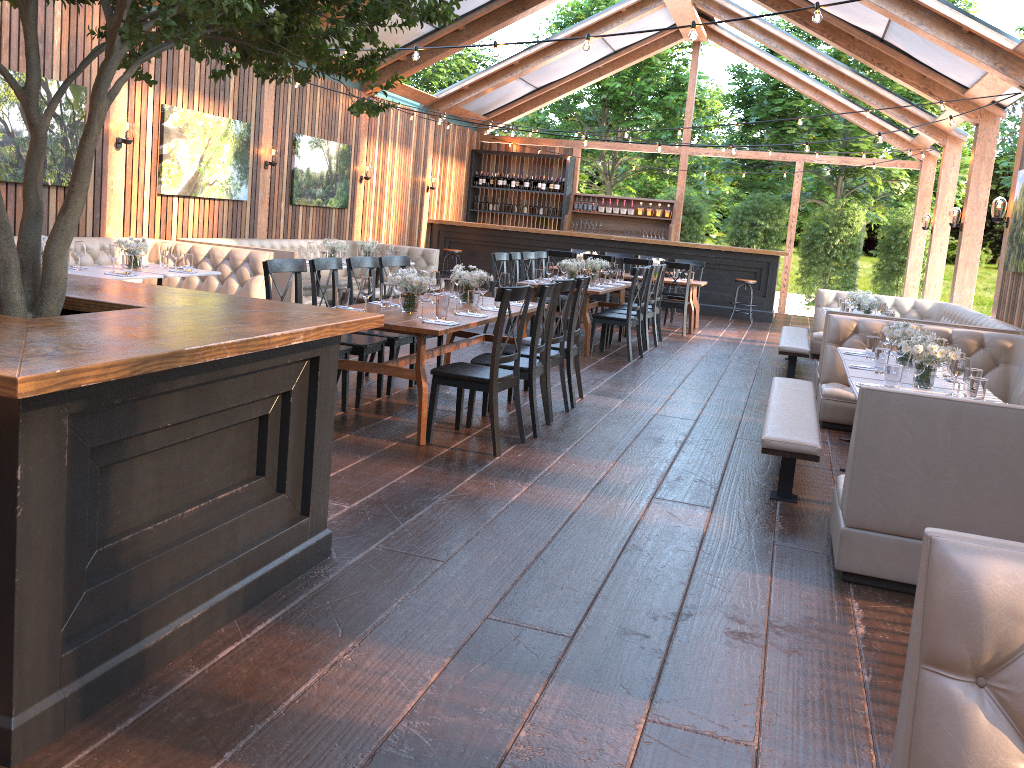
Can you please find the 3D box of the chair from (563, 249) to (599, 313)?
[{"bbox_3d":[1.114,-1.666,14.389,0.478,1.012,0.543,7,8,12],"label":"chair"}]

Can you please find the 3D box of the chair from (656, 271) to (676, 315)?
[{"bbox_3d":[2.726,-1.638,15.783,0.471,0.729,0.469,12,10,40],"label":"chair"}]

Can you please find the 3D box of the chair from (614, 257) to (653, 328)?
[{"bbox_3d":[1.791,-1.319,12.863,0.478,1.012,0.543,7,8,17],"label":"chair"}]

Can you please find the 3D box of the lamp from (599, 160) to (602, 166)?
[{"bbox_3d":[1.791,-4.499,17.983,0.056,0.118,0.061,7,8,16],"label":"lamp"}]

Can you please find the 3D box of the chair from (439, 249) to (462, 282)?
[{"bbox_3d":[-1.164,-2.214,16.992,0.469,0.729,0.470,9,9,24],"label":"chair"}]

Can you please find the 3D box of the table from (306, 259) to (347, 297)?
[{"bbox_3d":[-2.416,-1.172,10.999,0.800,0.666,0.804,8,9,16],"label":"table"}]

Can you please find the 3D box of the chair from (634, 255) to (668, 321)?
[{"bbox_3d":[2.177,-1.508,14.058,0.478,1.012,0.543,7,8,12],"label":"chair"}]

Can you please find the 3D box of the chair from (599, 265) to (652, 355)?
[{"bbox_3d":[1.348,-0.902,10.423,0.540,1.012,0.480,7,8,14],"label":"chair"}]

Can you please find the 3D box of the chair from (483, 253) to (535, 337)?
[{"bbox_3d":[-0.003,-0.990,10.244,0.541,1.012,0.480,8,8,17],"label":"chair"}]

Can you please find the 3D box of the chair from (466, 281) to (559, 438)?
[{"bbox_3d":[0.015,-0.211,6.090,0.540,1.012,0.481,7,8,12],"label":"chair"}]

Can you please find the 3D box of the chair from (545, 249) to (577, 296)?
[{"bbox_3d":[0.728,-1.476,13.193,0.478,1.012,0.543,7,8,17],"label":"chair"}]

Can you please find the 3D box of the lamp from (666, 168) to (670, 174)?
[{"bbox_3d":[3.027,-4.132,17.145,0.059,0.118,0.057,4,8,-10],"label":"lamp"}]

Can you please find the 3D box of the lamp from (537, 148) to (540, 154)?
[{"bbox_3d":[0.570,-4.952,18.809,0.058,0.119,0.057,1,9,-28],"label":"lamp"}]

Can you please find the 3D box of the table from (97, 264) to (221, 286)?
[{"bbox_3d":[-3.299,-0.739,8.261,0.800,0.666,0.804,8,9,16],"label":"table"}]

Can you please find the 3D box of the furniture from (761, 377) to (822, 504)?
[{"bbox_3d":[1.826,0.314,5.828,0.313,0.395,2.345,8,11,17],"label":"furniture"}]

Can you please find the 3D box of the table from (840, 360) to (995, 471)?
[{"bbox_3d":[2.491,0.277,5.609,0.800,0.666,0.804,8,9,17],"label":"table"}]

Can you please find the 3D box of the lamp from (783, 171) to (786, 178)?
[{"bbox_3d":[4.899,-3.764,15.881,0.056,0.119,0.057,3,8,-17],"label":"lamp"}]

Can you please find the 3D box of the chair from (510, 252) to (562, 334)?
[{"bbox_3d":[0.339,-1.158,11.307,0.541,1.012,0.480,8,8,22],"label":"chair"}]

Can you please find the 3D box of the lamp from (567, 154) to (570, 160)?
[{"bbox_3d":[1.178,-4.716,18.394,0.056,0.118,0.062,8,8,23],"label":"lamp"}]

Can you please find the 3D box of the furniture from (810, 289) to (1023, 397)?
[{"bbox_3d":[4.254,-0.440,9.779,1.713,0.852,4.187,8,11,17],"label":"furniture"}]

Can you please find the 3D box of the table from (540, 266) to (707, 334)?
[{"bbox_3d":[1.678,-1.314,13.564,2.436,0.724,0.957,8,10,17],"label":"table"}]

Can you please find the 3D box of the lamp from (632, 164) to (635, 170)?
[{"bbox_3d":[2.418,-4.306,17.582,0.056,0.120,0.057,-1,10,-40],"label":"lamp"}]

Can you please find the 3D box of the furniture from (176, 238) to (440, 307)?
[{"bbox_3d":[-2.573,-1.449,11.896,1.713,0.852,4.187,8,11,17],"label":"furniture"}]

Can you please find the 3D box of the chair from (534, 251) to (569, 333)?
[{"bbox_3d":[0.511,-1.242,11.838,0.541,1.012,0.480,8,8,17],"label":"chair"}]

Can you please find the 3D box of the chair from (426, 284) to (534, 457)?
[{"bbox_3d":[-0.191,-0.132,5.570,0.541,1.012,0.480,8,8,22],"label":"chair"}]

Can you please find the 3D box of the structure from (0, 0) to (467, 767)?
[{"bbox_3d":[-1.555,-1.109,2.904,2.725,3.666,2.865,9,9,25],"label":"structure"}]

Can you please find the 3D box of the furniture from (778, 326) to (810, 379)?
[{"bbox_3d":[3.208,-0.364,10.114,0.313,0.395,2.345,8,11,17],"label":"furniture"}]

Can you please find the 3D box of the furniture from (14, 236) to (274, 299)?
[{"bbox_3d":[-3.956,-0.771,7.607,1.713,0.852,4.187,8,11,17],"label":"furniture"}]

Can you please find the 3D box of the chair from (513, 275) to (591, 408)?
[{"bbox_3d":[0.335,-0.383,7.159,0.540,1.012,0.481,7,8,12],"label":"chair"}]

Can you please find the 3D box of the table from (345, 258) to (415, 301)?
[{"bbox_3d":[-1.917,-1.417,12.546,0.800,0.666,0.804,8,9,16],"label":"table"}]

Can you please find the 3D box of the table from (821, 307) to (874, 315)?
[{"bbox_3d":[4.123,-0.523,10.668,0.800,0.666,0.804,8,9,16],"label":"table"}]

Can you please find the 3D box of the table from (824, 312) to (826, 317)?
[{"bbox_3d":[3.873,-0.401,9.894,0.800,0.666,0.804,8,9,17],"label":"table"}]

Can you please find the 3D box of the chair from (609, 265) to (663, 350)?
[{"bbox_3d":[1.541,-0.981,10.934,0.541,1.012,0.480,8,8,22],"label":"chair"}]

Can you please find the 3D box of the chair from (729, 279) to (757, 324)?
[{"bbox_3d":[4.022,-1.446,15.379,0.468,0.729,0.472,6,8,4],"label":"chair"}]

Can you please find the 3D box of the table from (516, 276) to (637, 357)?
[{"bbox_3d":[0.836,-0.886,10.872,0.952,0.723,2.448,8,11,17],"label":"table"}]

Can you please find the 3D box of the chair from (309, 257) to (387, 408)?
[{"bbox_3d":[-1.219,-0.394,6.474,0.540,1.012,0.481,7,8,12],"label":"chair"}]

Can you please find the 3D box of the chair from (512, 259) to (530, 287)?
[{"bbox_3d":[0.132,-2.022,16.589,0.468,0.729,0.472,5,8,0],"label":"chair"}]

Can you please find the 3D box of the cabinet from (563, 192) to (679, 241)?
[{"bbox_3d":[2.210,-2.892,18.565,2.280,2.077,0.497,8,8,17],"label":"cabinet"}]

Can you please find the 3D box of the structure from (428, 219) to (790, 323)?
[{"bbox_3d":[1.660,-2.201,16.822,6.818,1.265,0.862,8,9,17],"label":"structure"}]

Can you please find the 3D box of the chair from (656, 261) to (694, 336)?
[{"bbox_3d":[2.322,-1.241,12.698,0.478,1.012,0.543,7,8,12],"label":"chair"}]

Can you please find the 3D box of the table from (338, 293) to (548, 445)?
[{"bbox_3d":[-0.544,-0.209,6.594,0.952,0.723,2.448,8,11,17],"label":"table"}]

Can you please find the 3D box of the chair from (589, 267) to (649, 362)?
[{"bbox_3d":[1.202,-0.813,9.876,0.541,1.012,0.480,9,8,25],"label":"chair"}]

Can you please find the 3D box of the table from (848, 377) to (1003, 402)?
[{"bbox_3d":[2.242,0.399,4.835,0.800,0.666,0.804,8,9,16],"label":"table"}]

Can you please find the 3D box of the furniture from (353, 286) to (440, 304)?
[{"bbox_3d":[-1.542,-1.067,11.591,0.313,0.395,2.345,8,11,17],"label":"furniture"}]

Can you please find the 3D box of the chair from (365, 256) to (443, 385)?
[{"bbox_3d":[-0.877,-0.562,7.536,0.541,1.012,0.480,8,8,22],"label":"chair"}]

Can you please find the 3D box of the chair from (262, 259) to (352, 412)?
[{"bbox_3d":[-1.391,-0.310,5.943,0.541,1.012,0.480,8,8,17],"label":"chair"}]

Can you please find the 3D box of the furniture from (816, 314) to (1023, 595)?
[{"bbox_3d":[2.868,0.240,5.481,1.713,0.852,4.187,8,11,17],"label":"furniture"}]

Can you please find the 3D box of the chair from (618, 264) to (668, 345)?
[{"bbox_3d":[1.706,-1.066,11.467,0.541,1.012,0.480,8,8,17],"label":"chair"}]

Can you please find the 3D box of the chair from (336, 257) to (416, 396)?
[{"bbox_3d":[-1.048,-0.478,7.005,0.541,1.012,0.480,8,8,17],"label":"chair"}]

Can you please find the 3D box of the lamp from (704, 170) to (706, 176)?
[{"bbox_3d":[3.654,-3.988,16.735,0.056,0.120,0.057,3,8,-14],"label":"lamp"}]

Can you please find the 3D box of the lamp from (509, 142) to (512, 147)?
[{"bbox_3d":[-0.040,-5.204,19.194,0.056,0.117,0.067,6,8,3],"label":"lamp"}]

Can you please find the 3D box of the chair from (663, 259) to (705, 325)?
[{"bbox_3d":[2.707,-1.430,13.893,0.479,1.012,0.542,8,8,22],"label":"chair"}]

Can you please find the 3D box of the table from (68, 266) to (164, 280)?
[{"bbox_3d":[-3.549,-0.617,7.487,0.800,0.666,0.804,8,9,17],"label":"table"}]

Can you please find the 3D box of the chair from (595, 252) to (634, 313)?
[{"bbox_3d":[1.645,-1.587,14.224,0.478,1.012,0.543,7,8,17],"label":"chair"}]

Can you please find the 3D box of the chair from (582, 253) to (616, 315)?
[{"bbox_3d":[1.259,-1.398,13.028,0.478,1.012,0.543,7,8,12],"label":"chair"}]

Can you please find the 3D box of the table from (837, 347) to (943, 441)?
[{"bbox_3d":[2.741,0.155,6.383,0.800,0.666,0.804,8,9,16],"label":"table"}]

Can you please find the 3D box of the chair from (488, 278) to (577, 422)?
[{"bbox_3d":[0.163,-0.299,6.629,0.541,1.012,0.480,8,8,20],"label":"chair"}]

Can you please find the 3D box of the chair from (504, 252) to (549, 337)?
[{"bbox_3d":[0.168,-1.074,10.776,0.540,1.012,0.481,7,8,12],"label":"chair"}]

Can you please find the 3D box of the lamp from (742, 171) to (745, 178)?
[{"bbox_3d":[4.270,-3.863,16.302,0.056,0.120,0.057,2,8,-21],"label":"lamp"}]

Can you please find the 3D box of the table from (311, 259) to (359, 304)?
[{"bbox_3d":[-2.167,-1.294,11.773,0.800,0.666,0.804,8,9,17],"label":"table"}]
